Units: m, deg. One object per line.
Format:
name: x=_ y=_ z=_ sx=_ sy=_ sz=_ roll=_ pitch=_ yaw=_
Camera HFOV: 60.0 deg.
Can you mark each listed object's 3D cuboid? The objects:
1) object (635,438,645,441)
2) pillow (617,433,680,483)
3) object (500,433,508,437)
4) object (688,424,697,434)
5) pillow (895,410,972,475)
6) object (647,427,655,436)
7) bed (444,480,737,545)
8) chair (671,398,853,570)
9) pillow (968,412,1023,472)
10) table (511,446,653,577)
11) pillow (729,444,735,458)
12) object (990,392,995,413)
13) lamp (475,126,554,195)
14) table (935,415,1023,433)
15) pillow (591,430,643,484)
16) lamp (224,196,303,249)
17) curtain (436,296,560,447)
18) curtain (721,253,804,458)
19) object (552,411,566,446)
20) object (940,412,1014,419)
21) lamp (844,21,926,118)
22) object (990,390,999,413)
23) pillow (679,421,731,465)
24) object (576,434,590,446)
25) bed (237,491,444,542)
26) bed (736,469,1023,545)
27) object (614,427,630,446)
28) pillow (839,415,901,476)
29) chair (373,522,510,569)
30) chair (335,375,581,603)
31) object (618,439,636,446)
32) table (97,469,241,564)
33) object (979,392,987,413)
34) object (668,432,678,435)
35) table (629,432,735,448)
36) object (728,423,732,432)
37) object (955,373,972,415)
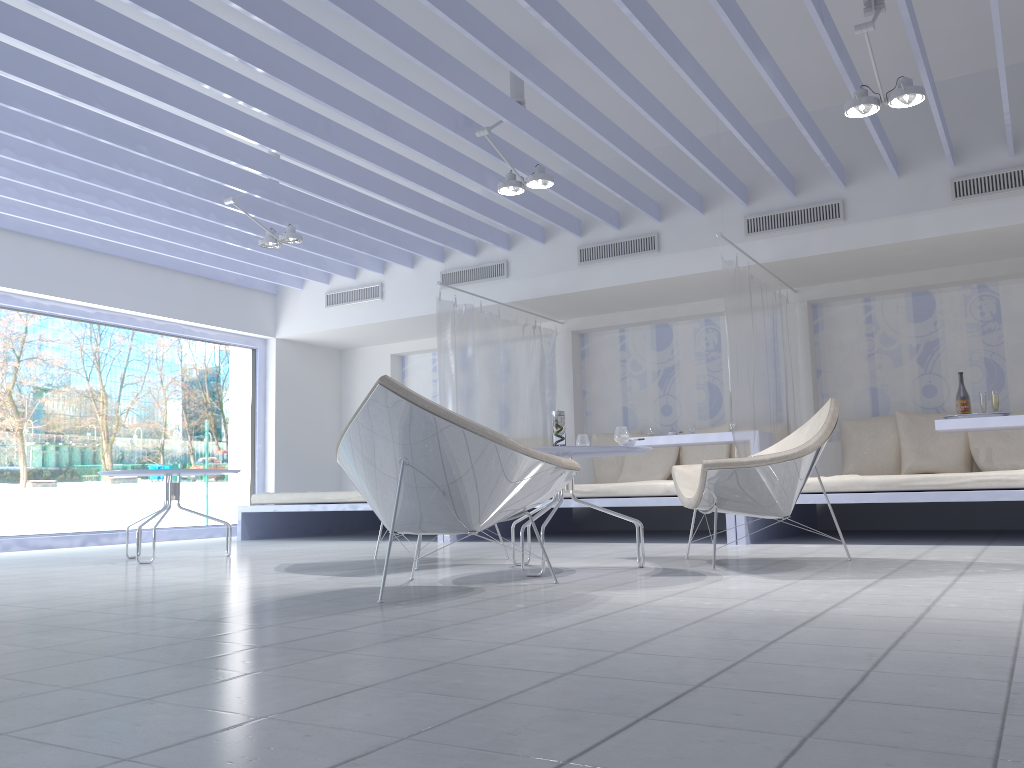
object: x=0.558 y=0.256 z=4.059 sx=0.098 sy=0.016 sz=0.012 roll=-1 pitch=-7 yaw=-3
pillow: x=1.208 y=0.653 z=7.809 sx=0.528 sy=0.482 sz=0.307 roll=-6 pitch=-9 yaw=35
object: x=-0.047 y=0.274 z=4.119 sx=0.068 sy=0.091 sz=0.068 roll=4 pitch=-9 yaw=-36
object: x=1.369 y=0.348 z=6.735 sx=0.068 sy=0.091 sz=0.068 roll=3 pitch=-8 yaw=-33
pillow: x=3.184 y=0.443 z=6.702 sx=0.537 sy=0.527 sz=0.233 roll=-3 pitch=-7 yaw=11
object: x=1.104 y=0.392 z=7.038 sx=0.068 sy=0.091 sz=0.068 roll=3 pitch=-8 yaw=-33
bed: x=0.948 y=0.966 z=6.903 sx=2.200 sy=0.427 sz=2.016 roll=-6 pitch=-8 yaw=31
chair: x=1.194 y=0.450 z=4.159 sx=0.753 sy=0.759 sz=0.906 roll=-2 pitch=-7 yaw=1
pillow: x=3.590 y=0.419 z=6.395 sx=0.528 sy=0.482 sz=0.307 roll=-5 pitch=-8 yaw=26
table: x=0.233 y=0.571 z=4.026 sx=0.823 sy=0.534 sz=0.825 roll=-4 pitch=-8 yaw=22
pillow: x=2.052 y=0.581 z=7.400 sx=0.524 sy=0.521 sz=0.230 roll=-5 pitch=-8 yaw=29
object: x=3.126 y=0.134 z=5.739 sx=0.059 sy=0.174 sz=0.059 roll=-1 pitch=-7 yaw=-1
lamp: x=-0.026 y=-1.352 z=5.366 sx=0.380 sy=0.218 sz=0.587 roll=-6 pitch=-8 yaw=31
table: x=3.278 y=0.429 z=5.565 sx=1.065 sy=0.450 sz=0.416 roll=-6 pitch=-8 yaw=31
pillow: x=0.962 y=0.677 z=8.061 sx=0.572 sy=0.510 sz=0.231 roll=-5 pitch=-8 yaw=30
lamp: x=-1.833 y=-1.174 z=6.440 sx=0.380 sy=0.218 sz=0.587 roll=-6 pitch=-8 yaw=31
curtain: x=-0.050 y=0.170 z=7.535 sx=0.151 sy=1.552 sz=2.050 roll=-6 pitch=-8 yaw=31
curtain: x=1.872 y=0.007 z=6.439 sx=0.125 sy=1.559 sz=1.998 roll=-5 pitch=-8 yaw=29
object: x=0.217 y=0.217 z=4.105 sx=0.075 sy=0.189 sz=0.075 roll=-4 pitch=-8 yaw=22
object: x=3.013 y=0.216 z=5.755 sx=0.429 sy=0.031 sz=0.275 roll=-6 pitch=-8 yaw=32
lamp: x=1.765 y=-1.528 z=4.303 sx=0.380 sy=0.218 sz=0.587 roll=-6 pitch=-8 yaw=31
object: x=3.098 y=0.128 z=5.681 sx=0.059 sy=0.174 sz=0.059 roll=-1 pitch=-7 yaw=-1
pillow: x=1.669 y=0.592 z=7.601 sx=0.233 sy=0.527 sz=0.537 roll=4 pitch=-9 yaw=-39
object: x=0.349 y=0.295 z=4.366 sx=0.068 sy=0.091 sz=0.068 roll=-4 pitch=-8 yaw=23
bed: x=-0.937 y=1.156 z=8.041 sx=2.200 sy=0.422 sz=2.022 roll=-6 pitch=-8 yaw=31
bed: x=2.847 y=0.785 z=5.794 sx=2.200 sy=0.422 sz=2.022 roll=-6 pitch=-8 yaw=31
object: x=0.485 y=0.236 z=3.914 sx=0.068 sy=0.091 sz=0.068 roll=3 pitch=-8 yaw=-30
pillow: x=2.828 y=0.505 z=6.939 sx=0.524 sy=0.521 sz=0.230 roll=-6 pitch=-8 yaw=33
chair: x=-0.496 y=0.564 z=4.739 sx=0.753 sy=0.759 sz=0.906 roll=-8 pitch=-9 yaw=41
chair: x=-0.280 y=0.377 z=3.285 sx=0.906 sy=0.759 sz=0.753 roll=-5 pitch=-8 yaw=26
object: x=0.527 y=0.277 z=4.060 sx=0.082 sy=0.043 sz=0.082 roll=-1 pitch=-7 yaw=-1
table: x=-2.092 y=0.802 z=5.428 sx=0.825 sy=0.534 sz=0.823 roll=0 pitch=-7 yaw=-12
object: x=3.070 y=0.140 z=5.772 sx=0.059 sy=0.174 sz=0.059 roll=-1 pitch=-7 yaw=-1
object: x=1.259 y=0.401 z=6.938 sx=0.082 sy=0.043 sz=0.082 roll=0 pitch=-7 yaw=-8
table: x=1.397 y=0.614 z=6.682 sx=1.065 sy=0.450 sz=0.416 roll=-6 pitch=-8 yaw=31
object: x=1.669 y=0.336 z=6.694 sx=0.068 sy=0.091 sz=0.068 roll=3 pitch=-8 yaw=-33
object: x=2.957 y=0.075 z=5.820 sx=0.092 sy=0.302 sz=0.092 roll=-1 pitch=-7 yaw=-2
